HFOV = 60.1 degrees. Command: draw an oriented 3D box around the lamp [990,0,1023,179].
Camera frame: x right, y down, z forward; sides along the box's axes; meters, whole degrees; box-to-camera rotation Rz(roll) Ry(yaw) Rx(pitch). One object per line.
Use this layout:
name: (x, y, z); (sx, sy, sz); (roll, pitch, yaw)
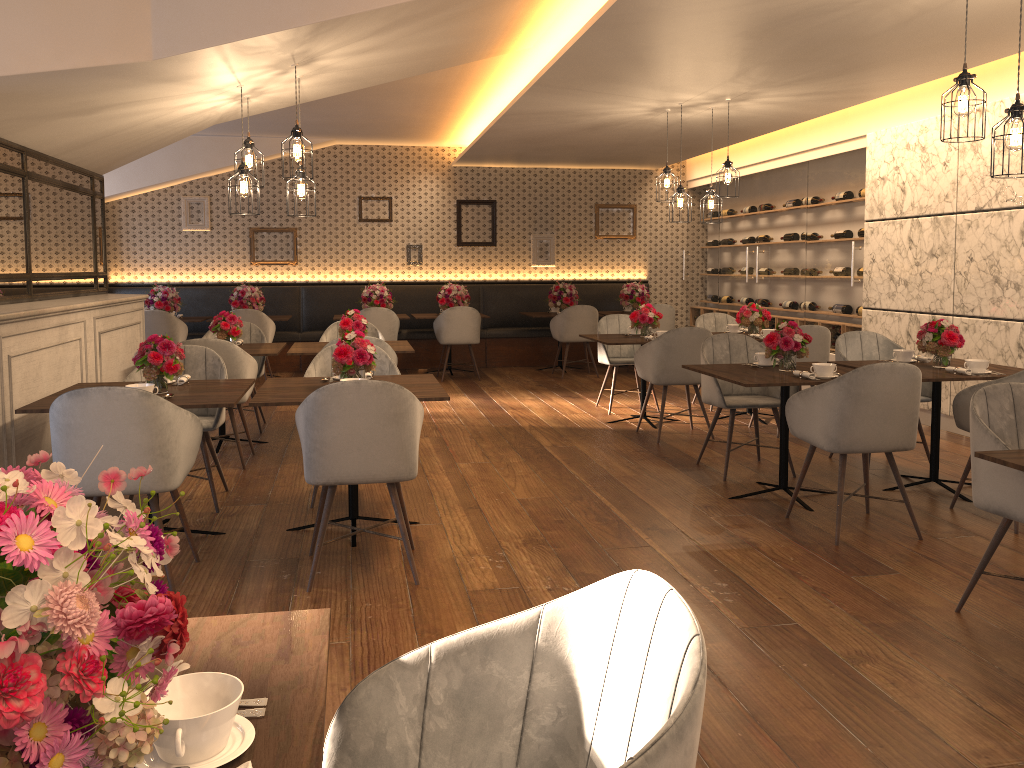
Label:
lamp: (2.075, -1.885, 3.583); (0.175, 2.062, 0.176); (-1, 4, -9)

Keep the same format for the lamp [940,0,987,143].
lamp: (2.015, -2.120, 3.891); (0.175, 2.062, 0.176); (-1, 4, -9)

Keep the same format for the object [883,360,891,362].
object: (2.359, -0.133, 5.458); (0.022, 0.004, 0.212); (-2, 8, -10)

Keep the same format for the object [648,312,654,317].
object: (1.149, -0.577, 7.410); (0.077, 0.052, 0.046); (6, 8, 42)

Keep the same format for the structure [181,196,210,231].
structure: (-4.023, -2.171, 11.266); (0.340, 0.438, 0.035); (-1, 4, -10)

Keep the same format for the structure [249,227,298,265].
structure: (-3.086, -1.783, 11.465); (0.601, 0.483, 0.032); (-1, 4, -10)

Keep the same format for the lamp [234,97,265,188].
lamp: (-1.655, -2.271, 5.504); (0.175, 2.062, 0.176); (-1, 4, -9)

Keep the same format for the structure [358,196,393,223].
structure: (-1.798, -2.301, 11.671); (0.449, 0.343, 0.016); (-1, 4, -10)

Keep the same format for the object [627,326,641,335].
object: (1.085, -0.469, 7.765); (0.148, 0.072, 0.149); (-5, 8, -32)

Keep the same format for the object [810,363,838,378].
object: (1.670, -0.070, 4.741); (0.148, 0.072, 0.149); (-5, 8, -32)

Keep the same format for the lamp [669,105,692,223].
lamp: (1.400, -2.376, 7.305); (0.175, 2.062, 0.176); (-1, 4, -9)

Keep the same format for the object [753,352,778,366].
object: (1.527, -0.148, 5.332); (0.148, 0.072, 0.149); (-5, 8, -32)

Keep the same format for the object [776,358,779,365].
object: (1.639, -0.134, 5.353); (0.056, 0.039, 0.176); (-1, 7, -10)

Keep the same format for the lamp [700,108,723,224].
lamp: (1.697, -2.401, 7.487); (0.175, 2.062, 0.176); (-1, 4, -9)

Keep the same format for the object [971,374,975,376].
object: (2.495, -0.070, 4.900); (0.025, 0.024, 0.193); (-1, 8, -10)

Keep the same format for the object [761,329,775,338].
object: (2.133, -0.416, 7.337); (0.148, 0.072, 0.149); (-5, 8, -32)

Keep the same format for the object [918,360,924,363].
object: (2.511, -0.150, 5.501); (0.025, 0.024, 0.193); (-1, 8, -10)

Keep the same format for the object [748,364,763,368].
object: (1.455, -0.108, 5.295); (0.022, 0.004, 0.212); (-2, 8, -10)

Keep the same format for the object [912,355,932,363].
object: (2.543, -0.159, 5.516); (0.056, 0.039, 0.176); (-1, 7, -10)

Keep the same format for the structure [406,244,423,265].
structure: (-1.298, -1.722, 11.803); (0.216, 0.276, 0.018); (-1, 4, -10)

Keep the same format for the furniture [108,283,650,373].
furniture: (-1.540, -0.742, 11.536); (7.089, 1.077, 0.544); (-2, 5, -10)

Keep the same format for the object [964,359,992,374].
object: (2.575, -0.095, 4.904); (0.148, 0.072, 0.149); (-5, 8, -32)

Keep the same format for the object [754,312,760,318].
object: (2.066, -0.590, 7.544); (0.048, 0.052, 0.077); (-4, 7, -31)

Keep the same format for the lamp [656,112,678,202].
lamp: (1.341, -2.611, 7.613); (0.175, 2.062, 0.176); (-1, 4, -9)

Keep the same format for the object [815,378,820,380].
object: (1.591, -0.046, 4.738); (0.025, 0.024, 0.193); (-1, 8, -10)

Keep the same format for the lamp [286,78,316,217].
lamp: (-1.299, -2.061, 5.378); (0.175, 2.062, 0.176); (-1, 4, -9)

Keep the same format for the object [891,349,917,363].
object: (2.431, -0.173, 5.495); (0.148, 0.072, 0.149); (-5, 8, -32)

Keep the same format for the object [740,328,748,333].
object: (2.102, -0.480, 7.949); (0.056, 0.039, 0.176); (-1, 7, -10)

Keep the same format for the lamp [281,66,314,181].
lamp: (-1.241, -2.211, 5.041); (0.175, 2.062, 0.176); (-1, 4, -9)

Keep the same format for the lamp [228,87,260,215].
lamp: (-1.596, -2.036, 5.196); (0.175, 2.062, 0.176); (-1, 4, -9)

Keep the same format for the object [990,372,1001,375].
object: (2.647, -0.066, 4.946); (0.022, 0.004, 0.212); (-2, 8, -10)

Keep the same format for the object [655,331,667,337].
object: (1.229, -0.391, 7.174); (0.148, 0.072, 0.149); (-5, 8, -32)

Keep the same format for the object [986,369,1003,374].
object: (2.683, -0.072, 4.945); (0.043, 0.015, 0.198); (-2, 8, -14)

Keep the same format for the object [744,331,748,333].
object: (2.070, -0.471, 7.934); (0.025, 0.024, 0.193); (-1, 8, -10)

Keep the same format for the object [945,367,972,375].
object: (2.463, -0.075, 4.884); (0.056, 0.039, 0.176); (-1, 7, -10)

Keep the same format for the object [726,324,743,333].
object: (1.990, -0.494, 7.928); (0.148, 0.072, 0.149); (-5, 8, -32)

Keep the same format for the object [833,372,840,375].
object: (1.778, -0.047, 4.782); (0.043, 0.015, 0.198); (-2, 8, -14)

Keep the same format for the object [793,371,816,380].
object: (1.558, -0.050, 4.722); (0.056, 0.039, 0.176); (-1, 7, -10)

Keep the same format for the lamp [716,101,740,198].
lamp: (1.755, -2.551, 7.150); (0.175, 2.062, 0.176); (-1, 4, -9)

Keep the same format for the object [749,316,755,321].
object: (2.041, -0.560, 7.554); (0.049, 0.052, 0.078); (0, 7, 0)

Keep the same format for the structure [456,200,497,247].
structure: (-0.477, -2.162, 11.920); (0.544, 0.629, 0.035); (-1, 4, -10)

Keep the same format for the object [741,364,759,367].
object: (1.419, -0.114, 5.295); (0.043, 0.015, 0.198); (-2, 8, -14)
